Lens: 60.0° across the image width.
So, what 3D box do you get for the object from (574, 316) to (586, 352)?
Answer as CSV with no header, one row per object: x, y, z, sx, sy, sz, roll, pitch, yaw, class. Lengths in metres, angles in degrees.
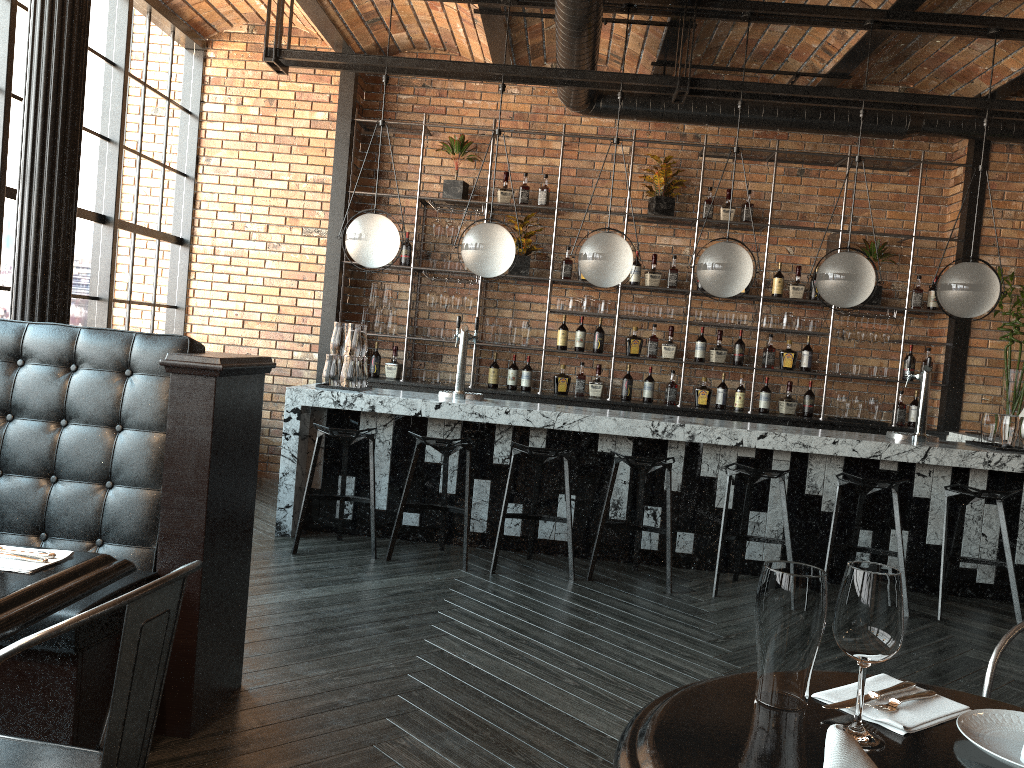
0.570,-0.415,7.344,0.086,0.298,0.086,3,3,-38,object

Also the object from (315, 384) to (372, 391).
-1.077,0.016,5.716,0.273,0.019,0.437,5,2,3,object

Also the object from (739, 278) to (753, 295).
1.882,-0.840,7.219,0.151,0.248,0.094,7,3,32,object

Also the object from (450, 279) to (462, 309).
-0.454,-0.737,7.269,0.092,0.244,0.092,5,2,9,object

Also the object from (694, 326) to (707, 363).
1.550,-0.324,7.266,0.086,0.298,0.086,3,3,-38,object

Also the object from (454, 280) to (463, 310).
-0.445,-0.743,7.434,0.092,0.244,0.092,5,2,9,object

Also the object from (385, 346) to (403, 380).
-0.981,-0.178,7.399,0.123,0.279,0.123,6,3,17,object

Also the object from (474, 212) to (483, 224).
-0.291,-1.304,7.404,0.092,0.244,0.092,5,2,9,object

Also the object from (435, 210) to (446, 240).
-0.602,-1.332,7.421,0.092,0.244,0.092,5,2,9,object

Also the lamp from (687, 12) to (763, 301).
1.370,-1.384,5.432,0.340,1.754,0.340,3,3,-41,lamp

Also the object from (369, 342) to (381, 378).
-1.137,-0.202,7.396,0.086,0.297,0.086,7,3,37,object

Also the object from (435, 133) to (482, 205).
-0.451,-1.782,7.347,0.377,0.554,0.422,5,2,-9,object

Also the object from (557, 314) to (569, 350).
0.424,-0.426,7.327,0.086,0.299,0.086,3,3,-38,object

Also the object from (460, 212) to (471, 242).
-0.394,-1.314,7.409,0.092,0.244,0.092,5,2,9,object

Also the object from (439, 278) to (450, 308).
-0.553,-0.746,7.275,0.092,0.244,0.092,5,2,9,object

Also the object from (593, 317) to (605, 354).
0.719,-0.399,7.308,0.086,0.297,0.086,3,3,-38,object

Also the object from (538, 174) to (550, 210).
0.266,-1.580,7.287,0.083,0.282,0.083,6,3,18,object

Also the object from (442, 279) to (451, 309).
-0.543,-0.752,7.439,0.092,0.244,0.092,5,2,9,object

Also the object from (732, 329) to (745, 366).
1.858,-0.296,7.245,0.086,0.299,0.086,3,3,-38,object

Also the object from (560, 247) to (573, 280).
0.453,-0.988,7.298,0.083,0.282,0.083,5,3,-12,object

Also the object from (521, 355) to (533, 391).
0.128,-0.089,7.359,0.086,0.298,0.086,3,3,-38,object

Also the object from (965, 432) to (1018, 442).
3.732,0.405,6.632,0.622,0.014,0.622,4,3,-24,object

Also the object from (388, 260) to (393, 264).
-1.033,-1.120,7.367,0.123,0.279,0.123,5,2,-8,object

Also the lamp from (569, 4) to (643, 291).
0.641,-1.450,5.472,0.340,1.754,0.340,3,3,-41,lamp

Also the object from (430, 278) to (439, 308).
-0.652,-0.762,7.445,0.092,0.244,0.092,5,2,9,object

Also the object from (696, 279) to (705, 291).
1.562,-0.896,7.239,0.086,0.299,0.086,3,3,-38,object

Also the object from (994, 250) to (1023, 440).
3.811,-0.357,6.570,0.584,1.546,0.673,7,3,42,object

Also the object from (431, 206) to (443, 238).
-0.612,-1.326,7.256,0.092,0.244,0.092,5,2,9,object

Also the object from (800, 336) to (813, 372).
2.406,-0.245,7.225,0.086,0.298,0.086,3,3,-38,object

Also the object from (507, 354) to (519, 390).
0.011,-0.101,7.389,0.086,0.298,0.086,3,3,-38,object

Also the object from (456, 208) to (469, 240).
-0.404,-1.307,7.245,0.092,0.244,0.092,5,2,9,object

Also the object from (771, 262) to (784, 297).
2.167,-0.840,7.209,0.086,0.299,0.086,3,3,-38,object

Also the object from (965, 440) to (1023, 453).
3.034,0.390,5.486,0.273,0.019,0.437,5,2,3,object

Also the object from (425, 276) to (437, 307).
-0.662,-0.756,7.281,0.092,0.244,0.092,5,2,9,object

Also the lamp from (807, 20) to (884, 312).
2.099,-1.317,5.391,0.340,1.754,0.340,3,3,-41,lamp

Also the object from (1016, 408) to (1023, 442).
3.720,0.231,6.232,0.319,0.397,0.316,3,3,-38,object

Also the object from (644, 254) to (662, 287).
1.155,-0.921,7.245,0.123,0.279,0.123,5,2,-8,object

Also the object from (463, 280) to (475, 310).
-0.351,-0.728,7.264,0.092,0.244,0.092,5,2,9,object

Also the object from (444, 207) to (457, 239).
-0.502,-1.316,7.250,0.092,0.244,0.092,5,2,9,object

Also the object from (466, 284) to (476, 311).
-0.341,-0.734,7.428,0.092,0.244,0.092,5,2,9,object

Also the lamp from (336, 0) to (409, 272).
-0.816,-1.583,5.553,0.340,1.754,0.340,3,3,-41,lamp

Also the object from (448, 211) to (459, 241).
-0.492,-1.322,7.415,0.092,0.244,0.092,5,2,9,object

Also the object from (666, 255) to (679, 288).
1.316,-0.909,7.250,0.083,0.282,0.083,5,2,3,object

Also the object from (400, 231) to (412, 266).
-0.877,-1.118,7.375,0.086,0.299,0.086,3,3,-38,object

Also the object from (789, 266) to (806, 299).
2.311,-0.816,7.181,0.123,0.279,0.123,6,3,12,object

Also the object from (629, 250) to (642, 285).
1.017,-0.945,7.274,0.086,0.298,0.086,3,3,-38,object

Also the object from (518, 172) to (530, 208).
0.101,-1.595,7.296,0.083,0.282,0.083,5,3,-12,object

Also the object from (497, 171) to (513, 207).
-0.056,-1.607,7.306,0.123,0.279,0.123,5,2,-8,object

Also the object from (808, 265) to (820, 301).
2.463,-0.813,7.189,0.086,0.297,0.086,3,3,-38,object

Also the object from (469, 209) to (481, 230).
-0.301,-1.298,7.239,0.092,0.244,0.092,5,2,9,object

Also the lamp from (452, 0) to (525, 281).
-0.088,-1.516,5.512,0.340,1.754,0.340,3,3,-41,lamp

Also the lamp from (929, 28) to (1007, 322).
2.827,-1.251,5.351,0.340,1.754,0.340,3,3,-41,lamp

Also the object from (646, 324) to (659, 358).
1.159,-0.351,7.281,0.083,0.282,0.083,5,2,3,object

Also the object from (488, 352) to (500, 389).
-0.147,-0.113,7.373,0.086,0.299,0.086,3,3,-38,object

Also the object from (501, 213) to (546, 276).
0.081,-1.141,7.286,0.430,0.526,0.425,6,3,15,object

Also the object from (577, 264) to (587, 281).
0.611,-0.956,7.289,0.151,0.248,0.094,5,2,7,object
